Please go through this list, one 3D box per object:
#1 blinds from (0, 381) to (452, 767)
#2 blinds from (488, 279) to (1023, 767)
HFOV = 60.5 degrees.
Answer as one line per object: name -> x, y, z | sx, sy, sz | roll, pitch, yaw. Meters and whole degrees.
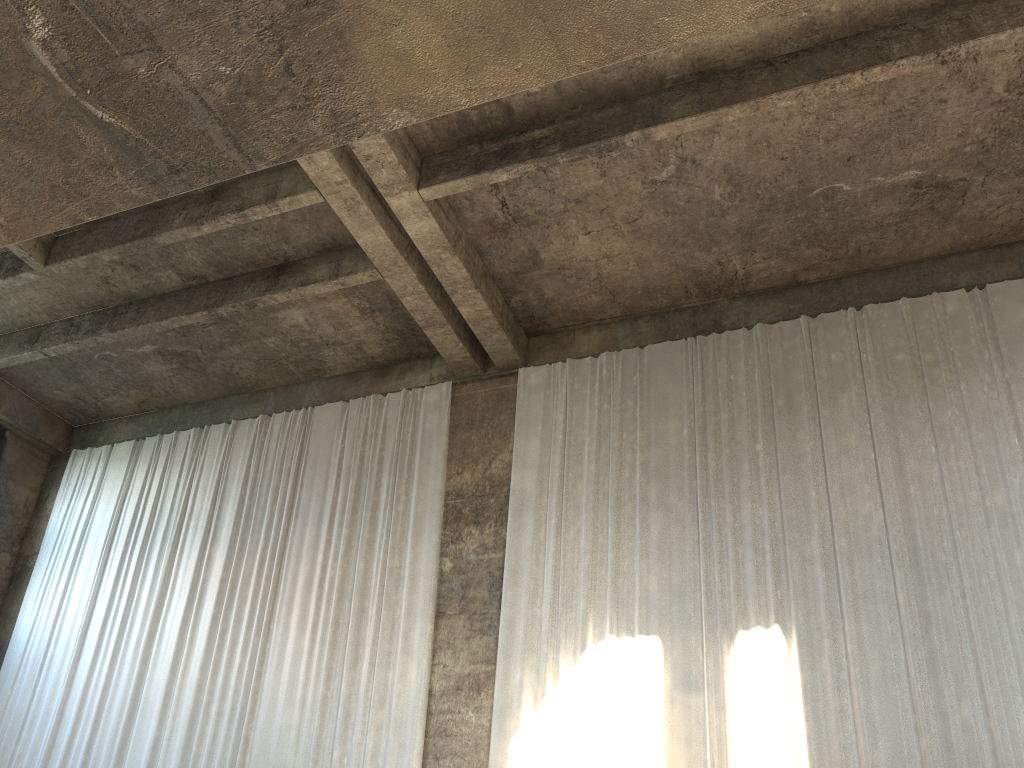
blinds -> -4.681, 4.140, 12.761 | 7.867, 8.161, 0.289 | -9, -31, 20
blinds -> 3.387, 2.714, 9.740 | 7.878, 8.161, 0.289 | -10, -31, 22
